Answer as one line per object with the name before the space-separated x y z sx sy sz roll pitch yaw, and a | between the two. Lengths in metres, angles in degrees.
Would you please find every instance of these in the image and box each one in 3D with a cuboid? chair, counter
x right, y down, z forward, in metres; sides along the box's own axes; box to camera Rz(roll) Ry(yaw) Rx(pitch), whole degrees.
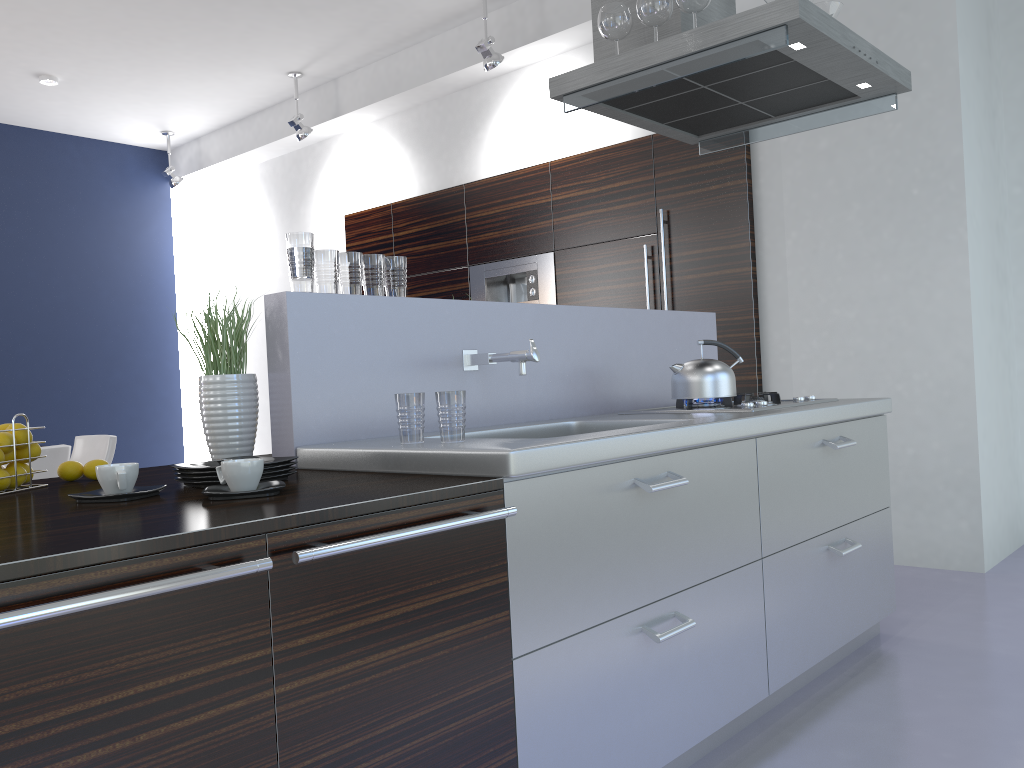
chair | -3.256 0.797 6.534 0.508 0.805 0.620 -3 0 37
chair | -2.997 0.786 5.301 0.620 0.805 0.508 -3 0 12
counter | -0.109 0.393 2.590 1.302 1.300 3.291 -3 0 42

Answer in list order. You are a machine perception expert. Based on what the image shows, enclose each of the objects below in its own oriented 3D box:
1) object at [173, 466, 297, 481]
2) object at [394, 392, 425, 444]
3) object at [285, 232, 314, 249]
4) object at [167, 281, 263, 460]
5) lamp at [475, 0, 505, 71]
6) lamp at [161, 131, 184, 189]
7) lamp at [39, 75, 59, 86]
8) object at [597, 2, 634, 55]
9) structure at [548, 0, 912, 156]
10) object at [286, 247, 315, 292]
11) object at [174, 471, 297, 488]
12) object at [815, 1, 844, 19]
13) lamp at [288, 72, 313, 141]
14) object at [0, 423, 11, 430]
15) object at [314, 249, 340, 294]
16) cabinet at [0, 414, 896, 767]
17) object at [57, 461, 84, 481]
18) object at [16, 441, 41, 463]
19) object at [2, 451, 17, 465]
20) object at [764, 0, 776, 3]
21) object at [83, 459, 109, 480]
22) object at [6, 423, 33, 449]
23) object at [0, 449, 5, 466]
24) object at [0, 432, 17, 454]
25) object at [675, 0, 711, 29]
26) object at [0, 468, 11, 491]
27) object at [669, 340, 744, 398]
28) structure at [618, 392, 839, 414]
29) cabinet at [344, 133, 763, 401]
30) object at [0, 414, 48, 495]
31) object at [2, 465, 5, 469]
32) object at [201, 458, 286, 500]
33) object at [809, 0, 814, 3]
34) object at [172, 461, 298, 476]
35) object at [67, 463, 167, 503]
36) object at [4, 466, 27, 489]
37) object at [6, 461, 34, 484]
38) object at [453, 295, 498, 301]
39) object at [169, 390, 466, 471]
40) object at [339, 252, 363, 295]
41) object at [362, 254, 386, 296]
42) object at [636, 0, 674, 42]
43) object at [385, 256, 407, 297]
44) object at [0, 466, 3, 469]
object | -0.609 0.198 1.953 0.232 0.020 0.232 -3 0 -40
object | -0.239 0.081 2.094 0.071 0.119 0.072 -3 0 42
object | -0.553 -0.332 2.321 0.072 0.119 0.071 -3 0 -8
object | -0.769 -0.028 2.324 0.247 0.502 0.269 -3 0 -6
lamp | -0.348 -2.198 5.480 0.605 0.511 0.171 -3 0 -17
lamp | -3.138 -2.058 8.186 0.150 0.511 0.185 -3 0 42
lamp | -3.474 -2.277 6.653 0.132 0.035 0.132 -3 0 -2
object | 0.362 -1.194 3.075 0.125 0.221 0.125 -3 0 -24
structure | 0.769 -1.591 3.173 0.915 1.231 0.981 -3 0 42
object | -0.551 -0.294 2.321 0.072 0.119 0.071 -3 0 -8
object | -0.608 0.208 1.953 0.232 0.020 0.232 -3 0 -40
object | 1.077 -1.208 3.065 0.137 0.174 0.137 -3 0 6
lamp | -1.642 -2.133 6.860 0.150 0.511 0.185 -3 0 42
object | -1.179 0.118 2.077 0.063 0.051 0.053 -3 0 -1
object | -0.498 -0.296 2.382 0.072 0.119 0.071 -3 0 -8
cabinet | -0.104 0.617 2.599 1.377 0.852 3.285 -3 0 42
object | -1.091 0.215 2.193 0.063 0.051 0.053 -3 0 -45
object | -1.135 0.159 2.073 0.063 0.051 0.053 -3 0 10
object | -1.167 0.159 2.025 0.051 0.053 0.064 -3 0 44
object | 0.823 -1.194 2.802 0.137 0.174 0.137 -3 0 6
object | -1.027 0.212 2.192 0.063 0.051 0.053 -3 0 10
object | -1.138 0.120 2.044 0.057 0.060 0.052 -3 0 30
object | -1.146 0.161 1.950 0.053 0.055 0.060 -3 0 -5
object | -1.143 0.133 1.991 0.053 0.051 0.063 -3 0 -3
object | 0.591 -1.206 2.874 0.125 0.221 0.125 -3 0 -24
object | -1.139 0.212 1.959 0.053 0.053 0.061 -3 0 -4
object | 0.663 -0.055 3.081 0.220 0.196 0.229 -3 0 34
structure | 0.797 0.057 3.227 0.519 0.055 0.709 -3 0 42
cabinet | 0.205 -0.231 6.383 3.600 2.500 0.669 -3 0 42
object | -1.207 0.159 2.015 0.207 0.174 0.189 -3 0 7
object | -1.213 0.216 2.071 0.064 0.063 0.074 -3 0 -28
object | -0.511 0.180 1.689 0.153 0.069 0.153 -3 0 -15
object | 0.949 -1.201 2.944 0.137 0.174 0.137 -3 0 6
object | -0.609 0.188 1.953 0.232 0.020 0.232 -3 0 -45
object | -0.777 0.193 1.748 0.153 0.069 0.153 -3 0 15
object | -1.139 0.213 2.019 0.061 0.053 0.053 -3 0 -6
object | -1.153 0.207 2.075 0.052 0.057 0.060 -3 0 43
object | -0.199 -0.058 3.006 0.247 0.502 0.269 -3 0 42
object | -0.441 0.106 2.029 0.646 0.147 0.269 -3 0 -24
object | -0.444 -0.299 2.442 0.072 0.119 0.071 -3 0 -8
object | -0.391 -0.302 2.503 0.072 0.119 0.071 -3 0 -8
object | 0.481 -1.200 2.972 0.125 0.221 0.125 -3 0 -24
object | -0.337 -0.305 2.563 0.071 0.119 0.072 -3 0 2
object | -1.197 0.209 2.031 0.057 0.060 0.052 -3 0 -43
